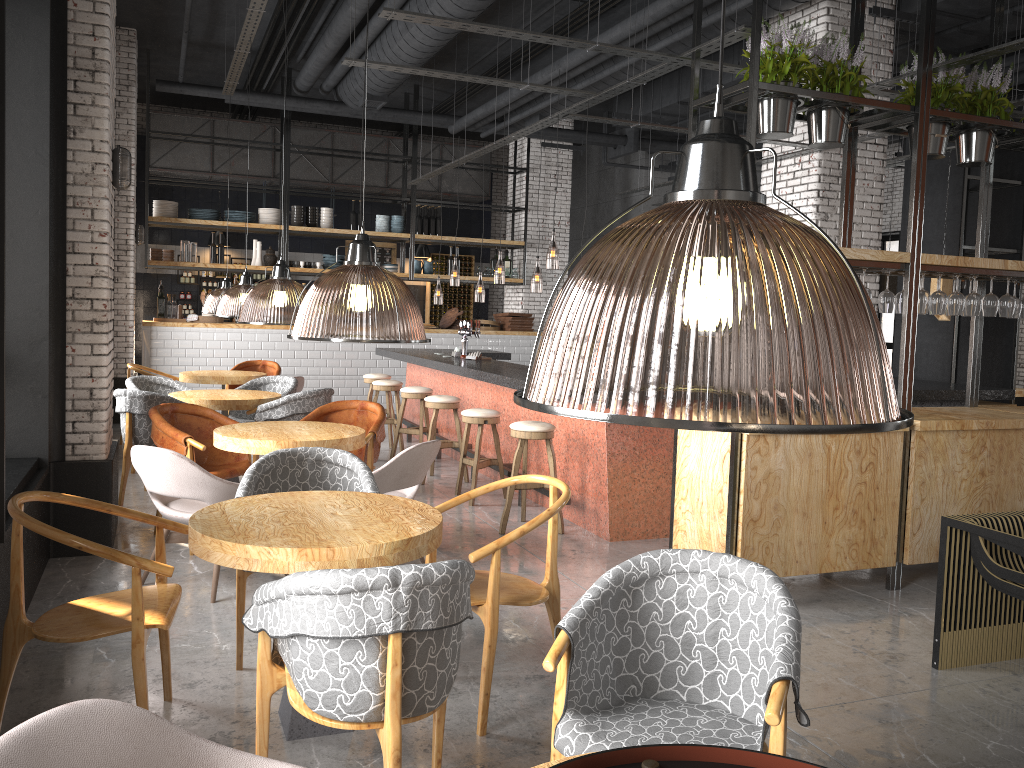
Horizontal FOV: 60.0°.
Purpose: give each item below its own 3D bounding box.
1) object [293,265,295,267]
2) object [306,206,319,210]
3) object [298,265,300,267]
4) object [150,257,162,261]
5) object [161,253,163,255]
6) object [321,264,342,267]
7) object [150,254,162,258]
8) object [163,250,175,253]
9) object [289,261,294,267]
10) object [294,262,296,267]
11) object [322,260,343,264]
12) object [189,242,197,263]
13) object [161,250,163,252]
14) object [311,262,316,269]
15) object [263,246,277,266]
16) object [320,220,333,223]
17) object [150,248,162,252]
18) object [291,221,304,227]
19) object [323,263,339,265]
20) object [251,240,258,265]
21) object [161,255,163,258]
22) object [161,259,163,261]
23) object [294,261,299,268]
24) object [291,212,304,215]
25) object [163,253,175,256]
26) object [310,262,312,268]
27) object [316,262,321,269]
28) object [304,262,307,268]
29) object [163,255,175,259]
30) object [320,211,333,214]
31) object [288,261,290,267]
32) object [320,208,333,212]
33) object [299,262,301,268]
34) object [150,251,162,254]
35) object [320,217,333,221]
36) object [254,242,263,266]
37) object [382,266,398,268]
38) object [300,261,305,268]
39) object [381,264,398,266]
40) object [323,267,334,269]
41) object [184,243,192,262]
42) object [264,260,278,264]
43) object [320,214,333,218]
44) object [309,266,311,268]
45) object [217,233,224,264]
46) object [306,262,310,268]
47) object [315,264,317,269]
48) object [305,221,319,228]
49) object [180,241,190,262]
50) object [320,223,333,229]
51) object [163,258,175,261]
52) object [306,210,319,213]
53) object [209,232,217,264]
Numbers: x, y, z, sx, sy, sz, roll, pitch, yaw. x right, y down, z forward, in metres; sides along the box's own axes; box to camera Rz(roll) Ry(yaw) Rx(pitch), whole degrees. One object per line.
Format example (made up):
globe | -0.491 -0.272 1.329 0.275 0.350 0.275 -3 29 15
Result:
object | -3.250 -1.776 13.249 0.072 0.097 0.072 3 4 10
object | -2.993 -2.596 13.283 0.197 0.102 0.196 6 6 44
object | -3.176 -1.776 13.278 0.072 0.097 0.072 -1 5 -34
object | -4.984 -1.745 12.410 0.157 0.053 0.168 0 5 -22
object | -5.061 -1.848 12.647 0.157 0.053 0.168 0 5 -22
object | -2.706 -1.778 13.454 0.373 0.067 0.372 -2 6 -40
object | -4.982 -1.790 12.407 0.157 0.053 0.168 0 5 -22
object | -4.879 -1.879 12.601 0.157 0.053 0.168 1 5 -17
object | -3.235 -1.755 13.004 0.072 0.097 0.072 2 4 1
object | -3.206 -1.766 13.141 0.072 0.097 0.072 -1 5 -35
object | -2.698 -1.830 13.450 0.371 0.071 0.373 1 5 -10
object | -4.540 -1.866 12.619 0.118 0.293 0.169 1 4 -17
object | -5.060 -1.889 12.644 0.157 0.053 0.168 0 5 -22
object | -2.942 -1.755 13.121 0.072 0.097 0.072 1 4 -13
object | -3.555 -1.877 13.038 0.196 0.305 0.196 3 4 16
object | -2.801 -2.418 13.368 0.196 0.104 0.196 6 6 44
object | -4.980 -1.867 12.402 0.157 0.053 0.168 0 5 -22
object | -3.198 -2.375 13.217 0.196 0.102 0.197 1 4 -10
object | -2.704 -1.807 13.450 0.334 0.045 0.335 0 5 -25
object | -3.789 -1.930 13.089 0.126 0.394 0.126 3 4 18
object | -5.063 -1.812 12.649 0.157 0.053 0.168 0 5 -22
object | -5.064 -1.767 12.651 0.157 0.053 0.168 0 5 -22
object | -3.163 -1.755 13.032 0.072 0.097 0.072 2 4 0
object | -3.192 -2.507 13.208 0.196 0.100 0.196 5 5 34
object | -4.881 -1.838 12.603 0.157 0.053 0.168 1 5 -17
object | -2.985 -1.765 13.229 0.072 0.097 0.072 4 4 27
object | -2.869 -1.755 13.150 0.072 0.097 0.072 3 4 10
object | -3.057 -1.765 13.200 0.072 0.097 0.072 2 4 6
object | -4.882 -1.802 12.605 0.157 0.053 0.168 1 5 -17
object | -2.795 -2.550 13.363 0.196 0.100 0.197 0 5 -26
object | -3.278 -1.766 13.112 0.072 0.097 0.072 0 4 -22
object | -2.794 -2.595 13.363 0.196 0.103 0.197 -2 6 -44
object | -3.133 -1.765 13.170 0.072 0.097 0.072 1 4 -21
object | -4.981 -1.825 12.405 0.157 0.053 0.168 0 5 -22
object | -2.797 -2.462 13.366 0.196 0.104 0.197 3 4 14
object | -3.701 -1.901 12.964 0.132 0.360 0.127 2 4 3
object | -1.900 -1.806 13.772 0.263 0.028 0.263 2 5 5
object | -3.090 -1.755 13.062 0.072 0.097 0.072 3 4 18
object | -1.898 -1.835 13.770 0.265 0.034 0.265 1 5 -9
object | -2.705 -1.742 13.454 0.335 0.033 0.335 5 6 37
object | -4.563 -1.846 12.495 0.106 0.264 0.152 2 4 6
object | -3.601 -1.846 13.239 0.203 0.212 0.203 3 4 16
object | -2.800 -2.507 13.367 0.196 0.103 0.197 2 4 -5
object | -3.029 -1.775 13.338 0.072 0.097 0.072 1 4 -13
object | -4.259 -1.976 12.975 0.098 0.470 0.098 -1 5 -44
object | -3.014 -1.755 13.092 0.072 0.097 0.072 2 4 -2
object | -2.912 -1.765 13.258 0.072 0.097 0.072 1 4 -18
object | -3.002 -2.375 13.297 0.196 0.104 0.197 3 4 14
object | -4.678 -1.893 12.718 0.126 0.313 0.179 3 4 11
object | -2.800 -2.374 13.371 0.196 0.105 0.196 -2 6 -44
object | -4.884 -1.757 12.608 0.157 0.053 0.168 1 5 -17
object | -2.994 -2.551 13.282 0.196 0.102 0.197 0 5 -29
object | -4.359 -1.976 12.935 0.098 0.470 0.098 -1 5 -44
